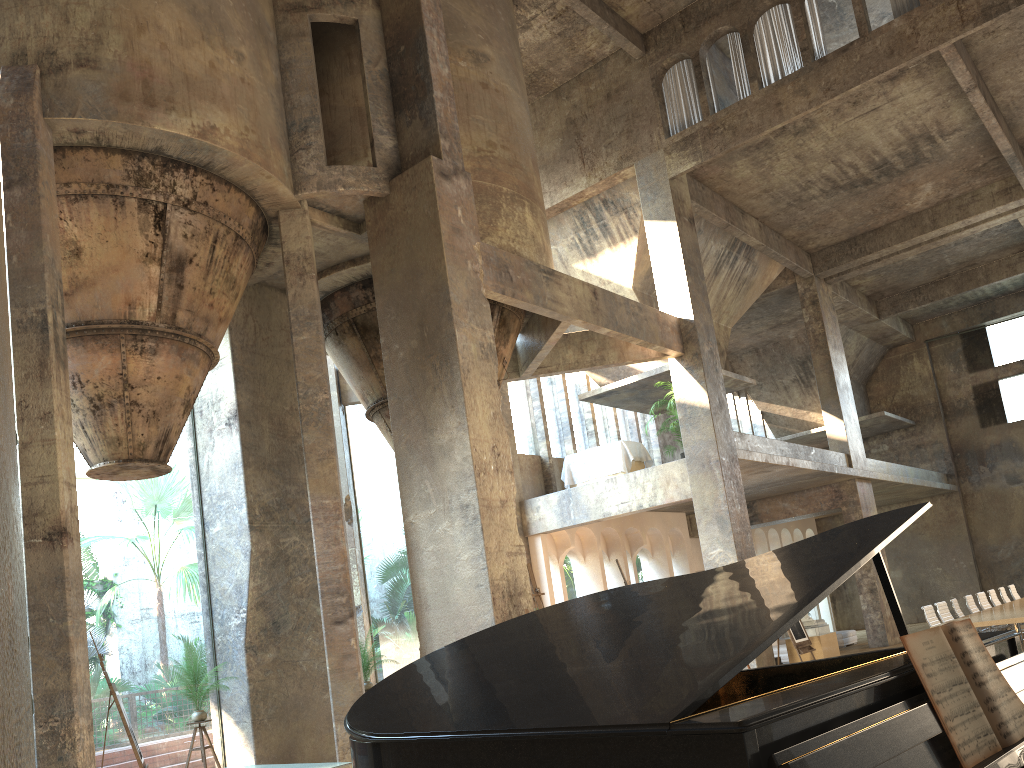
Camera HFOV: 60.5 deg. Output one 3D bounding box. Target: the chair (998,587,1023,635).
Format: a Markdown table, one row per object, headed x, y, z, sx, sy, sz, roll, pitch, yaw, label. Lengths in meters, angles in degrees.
| x | y | z | sx | sy | sz | roll | pitch | yaw | label |
| --- | --- | --- | --- | --- | --- | --- | --- | --- | --- |
| 9.496 | 4.240 | 16.306 | 0.713 | 1.002 | 0.668 | -18 | -14 | 41 | chair |

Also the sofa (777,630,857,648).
| x | y | z | sx | sy | sz | roll | pitch | yaw | label |
| --- | --- | --- | --- | --- | --- | --- | --- | --- | --- |
| 7.570 | 6.406 | 22.397 | 2.108 | 0.704 | 1.077 | -20 | -18 | 37 | sofa |

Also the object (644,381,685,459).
| x | y | z | sx | sy | sz | roll | pitch | yaw | label |
| --- | --- | --- | --- | --- | --- | --- | --- | --- | --- |
| 3.236 | 0.633 | 16.363 | 1.360 | 1.768 | 1.432 | 3 | -16 | -45 | object |

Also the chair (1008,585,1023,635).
| x | y | z | sx | sy | sz | roll | pitch | yaw | label |
| --- | --- | --- | --- | --- | --- | --- | --- | --- | --- |
| 10.098 | 4.362 | 17.038 | 0.667 | 1.002 | 0.714 | 3 | -16 | -45 | chair |

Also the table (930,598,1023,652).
| x | y | z | sx | sy | sz | roll | pitch | yaw | label |
| --- | --- | --- | --- | --- | --- | --- | --- | --- | --- |
| 8.634 | 3.859 | 14.069 | 1.632 | 0.741 | 7.760 | -19 | -19 | 36 | table |

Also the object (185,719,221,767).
| x | y | z | sx | sy | sz | roll | pitch | yaw | label |
| --- | --- | --- | --- | --- | --- | --- | --- | --- | --- |
| -3.494 | 4.382 | 10.170 | 0.669 | 0.950 | 0.575 | -15 | -13 | 32 | object |

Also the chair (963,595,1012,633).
| x | y | z | sx | sy | sz | roll | pitch | yaw | label |
| --- | --- | --- | --- | --- | --- | --- | --- | --- | --- |
| 7.788 | 3.889 | 14.217 | 0.667 | 1.002 | 0.714 | 3 | -16 | -45 | chair |

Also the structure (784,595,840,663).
| x | y | z | sx | sy | sz | roll | pitch | yaw | label |
| --- | --- | --- | --- | --- | --- | --- | --- | --- | --- |
| 4.996 | 4.170 | 14.731 | 0.605 | 1.513 | 0.746 | -16 | -12 | 37 | structure |

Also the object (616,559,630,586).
| x | y | z | sx | sy | sz | roll | pitch | yaw | label |
| --- | --- | --- | --- | --- | --- | --- | --- | --- | --- |
| 1.543 | 2.997 | 9.853 | 0.682 | 2.098 | 0.719 | -5 | -10 | -20 | object |

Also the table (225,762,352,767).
| x | y | z | sx | sy | sz | roll | pitch | yaw | label |
| --- | --- | --- | --- | --- | --- | --- | --- | --- | --- |
| -2.355 | 3.777 | 7.870 | 1.908 | 0.533 | 0.946 | -20 | -18 | 37 | table |

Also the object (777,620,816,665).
| x | y | z | sx | sy | sz | roll | pitch | yaw | label |
| --- | --- | --- | --- | --- | --- | --- | --- | --- | --- |
| 4.408 | 3.788 | 14.068 | 0.696 | 2.098 | 0.705 | -15 | -12 | 36 | object |

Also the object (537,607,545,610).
| x | y | z | sx | sy | sz | roll | pitch | yaw | label |
| --- | --- | --- | --- | --- | --- | --- | --- | --- | --- |
| 0.547 | 4.656 | 16.559 | 0.697 | 0.918 | 0.868 | -14 | -13 | 28 | object |

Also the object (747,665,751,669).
| x | y | z | sx | sy | sz | roll | pitch | yaw | label |
| --- | --- | --- | --- | --- | --- | --- | --- | --- | --- |
| 3.424 | 4.274 | 13.823 | 0.581 | 1.268 | 0.661 | -16 | -13 | 37 | object |

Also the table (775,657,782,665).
| x | y | z | sx | sy | sz | roll | pitch | yaw | label |
| --- | --- | --- | --- | --- | --- | --- | --- | --- | --- |
| 5.000 | 5.858 | 18.243 | 0.806 | 0.198 | 1.117 | -20 | -19 | 36 | table |

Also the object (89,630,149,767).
| x | y | z | sx | sy | sz | roll | pitch | yaw | label |
| --- | --- | --- | --- | --- | --- | --- | --- | --- | --- |
| -4.075 | 3.611 | 9.176 | 0.682 | 2.098 | 0.719 | -4 | -10 | -23 | object |

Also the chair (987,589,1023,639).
| x | y | z | sx | sy | sz | roll | pitch | yaw | label |
| --- | --- | --- | --- | --- | --- | --- | --- | --- | --- |
| 8.916 | 4.120 | 15.594 | 0.667 | 1.002 | 0.714 | 3 | -16 | -45 | chair |

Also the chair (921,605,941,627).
| x | y | z | sx | sy | sz | roll | pitch | yaw | label |
| --- | --- | --- | --- | --- | --- | --- | --- | --- | --- |
| 6.136 | 3.534 | 12.140 | 0.667 | 1.002 | 0.714 | 3 | -16 | -45 | chair |

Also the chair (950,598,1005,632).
| x | y | z | sx | sy | sz | roll | pitch | yaw | label |
| --- | --- | --- | --- | --- | --- | --- | --- | --- | --- |
| 7.193 | 3.770 | 13.499 | 0.712 | 1.002 | 0.669 | -17 | -14 | 37 | chair |

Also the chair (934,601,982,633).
| x | y | z | sx | sy | sz | roll | pitch | yaw | label |
| --- | --- | --- | --- | --- | --- | --- | --- | --- | --- |
| 6.656 | 3.656 | 12.831 | 0.666 | 1.002 | 0.715 | 2 | -15 | -43 | chair |

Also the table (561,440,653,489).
| x | y | z | sx | sy | sz | roll | pitch | yaw | label |
| --- | --- | --- | --- | --- | --- | --- | --- | --- | --- |
| 1.878 | 1.684 | 17.560 | 1.784 | 0.783 | 1.122 | -20 | -17 | 37 | table |

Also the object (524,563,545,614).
| x | y | z | sx | sy | sz | roll | pitch | yaw | label |
| --- | --- | --- | --- | --- | --- | --- | --- | --- | --- |
| 0.426 | 2.722 | 8.326 | 0.699 | 2.098 | 0.702 | -4 | -10 | -26 | object |

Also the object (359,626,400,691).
| x | y | z | sx | sy | sz | roll | pitch | yaw | label |
| --- | --- | --- | --- | --- | --- | --- | --- | --- | --- |
| -2.026 | 3.766 | 12.146 | 0.876 | 0.918 | 0.691 | -19 | -15 | 40 | object |

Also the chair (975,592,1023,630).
| x | y | z | sx | sy | sz | roll | pitch | yaw | label |
| --- | --- | --- | --- | --- | --- | --- | --- | --- | --- |
| 8.348 | 4.003 | 14.897 | 0.666 | 1.002 | 0.715 | 2 | -15 | -43 | chair |

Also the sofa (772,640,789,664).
| x | y | z | sx | sy | sz | roll | pitch | yaw | label |
| --- | --- | --- | --- | --- | --- | --- | --- | --- | --- |
| 4.907 | 5.860 | 19.144 | 2.105 | 0.705 | 2.946 | -20 | -19 | 36 | sofa |

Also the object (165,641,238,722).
| x | y | z | sx | sy | sz | roll | pitch | yaw | label |
| --- | --- | --- | --- | --- | --- | --- | --- | --- | --- |
| -3.600 | 3.453 | 10.255 | 0.857 | 0.919 | 0.706 | -1 | -13 | -31 | object |
